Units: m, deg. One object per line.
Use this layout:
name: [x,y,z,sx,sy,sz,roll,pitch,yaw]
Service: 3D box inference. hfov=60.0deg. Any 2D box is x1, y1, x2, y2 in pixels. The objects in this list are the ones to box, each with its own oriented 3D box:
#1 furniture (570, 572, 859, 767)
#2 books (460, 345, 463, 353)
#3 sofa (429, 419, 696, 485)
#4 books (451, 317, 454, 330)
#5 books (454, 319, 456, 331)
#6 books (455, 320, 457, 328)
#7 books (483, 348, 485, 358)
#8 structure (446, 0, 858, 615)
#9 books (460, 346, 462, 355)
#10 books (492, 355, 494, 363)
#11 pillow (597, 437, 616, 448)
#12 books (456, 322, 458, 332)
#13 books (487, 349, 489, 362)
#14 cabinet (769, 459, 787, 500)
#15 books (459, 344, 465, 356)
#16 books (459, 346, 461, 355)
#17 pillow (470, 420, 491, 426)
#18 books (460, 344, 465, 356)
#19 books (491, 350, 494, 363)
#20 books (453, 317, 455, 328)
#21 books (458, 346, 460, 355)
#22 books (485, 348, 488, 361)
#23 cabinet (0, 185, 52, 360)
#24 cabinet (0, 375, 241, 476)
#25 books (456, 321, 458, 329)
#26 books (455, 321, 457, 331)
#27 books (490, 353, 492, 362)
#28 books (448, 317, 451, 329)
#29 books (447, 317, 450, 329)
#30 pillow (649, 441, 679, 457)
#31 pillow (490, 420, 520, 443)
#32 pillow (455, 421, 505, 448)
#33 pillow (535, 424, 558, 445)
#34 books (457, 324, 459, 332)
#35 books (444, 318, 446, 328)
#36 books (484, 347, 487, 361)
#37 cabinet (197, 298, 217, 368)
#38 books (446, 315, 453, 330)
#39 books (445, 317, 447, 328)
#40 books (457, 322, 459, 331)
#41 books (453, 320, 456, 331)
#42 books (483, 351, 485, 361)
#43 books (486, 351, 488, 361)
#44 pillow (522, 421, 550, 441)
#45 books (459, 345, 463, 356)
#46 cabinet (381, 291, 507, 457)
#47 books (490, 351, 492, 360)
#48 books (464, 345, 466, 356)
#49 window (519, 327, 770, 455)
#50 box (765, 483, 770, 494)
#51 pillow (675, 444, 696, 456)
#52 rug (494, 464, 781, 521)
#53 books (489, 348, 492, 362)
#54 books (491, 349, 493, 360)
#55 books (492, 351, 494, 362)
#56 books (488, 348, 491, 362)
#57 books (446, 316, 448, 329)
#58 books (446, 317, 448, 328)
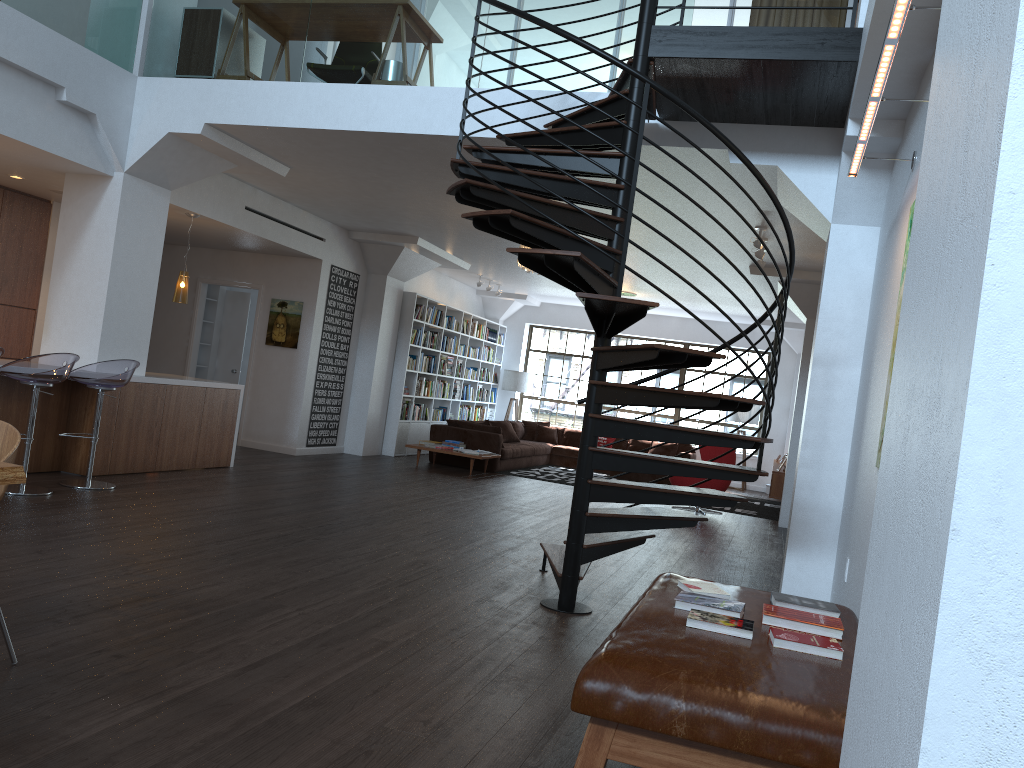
furniture: [0.836,1.101,3.247,0.907,0.453,1.819,8,-1,17]
books: [-0.904,-0.576,15.207,0.128,0.178,0.021,8,-1,17]
sofa: [1.028,1.116,14.324,3.481,0.664,4.197,8,-1,17]
books: [-1.045,-1.001,14.604,0.158,0.226,0.052,8,-1,17]
books: [-1.005,-0.979,14.727,0.136,0.196,0.045,8,-1,17]
books: [-0.996,-0.979,14.759,0.127,0.200,0.020,8,-1,17]
books: [-0.590,-0.560,16.236,0.160,0.250,0.026,8,-1,16]
structure: [0.608,-0.883,5.078,1.998,4.352,1.998,8,-1,-22]
books: [-0.919,-0.573,15.131,0.107,0.167,0.017,8,-1,17]
books: [-0.435,-0.524,16.804,0.168,0.231,0.037,8,-1,16]
pillow: [1.607,1.062,15.831,0.465,0.308,0.220,8,-1,13]
books: [-0.980,-0.968,14.825,0.134,0.184,0.030,8,-1,17]
books: [-0.525,-0.544,16.491,0.174,0.240,0.045,8,-1,16]
cabinet: [4.183,1.425,13.472,0.459,0.350,4.501,8,-1,17]
books: [-0.897,-0.582,15.236,0.139,0.191,0.036,8,-1,17]
books: [-0.939,-0.576,15.084,0.120,0.167,0.020,8,-1,17]
pillow: [-0.428,0.717,13.228,0.269,0.411,0.559,8,-1,-27]
books: [-0.892,-0.586,15.268,0.146,0.202,0.027,8,-1,17]
books: [-0.453,-0.532,16.740,0.174,0.240,0.045,8,-1,16]
books: [-1.028,-1.000,14.650,0.140,0.231,0.042,8,-1,17]
books: [-0.949,-0.571,15.047,0.110,0.153,0.019,8,-1,17]
books: [-0.551,-0.555,16.372,0.183,0.253,0.034,8,-1,16]
cabinet: [-6.052,-0.855,6.882,0.598,2.499,5.299,8,-1,17]
cabinet: [-3.931,0.292,7.152,0.898,0.796,4.493,8,-1,17]
books: [-0.981,-0.966,14.798,0.128,0.178,0.021,8,-1,17]
books: [-0.986,-0.966,14.777,0.128,0.178,0.022,8,-1,17]
books: [-0.466,-0.526,16.672,0.161,0.223,0.027,8,-1,16]
books: [-1.077,-0.994,14.473,0.146,0.202,0.027,8,-1,17]
books: [-1.096,-0.997,14.393,0.146,0.202,0.027,8,-1,17]
pillow: [2.604,1.161,15.402,0.542,0.362,0.248,8,-1,38]
pillow: [-0.123,0.794,14.626,0.325,0.391,0.625,8,-1,33]
pillow: [-0.475,0.751,12.963,0.750,0.364,0.289,8,-1,16]
pillow: [0.611,0.910,15.990,0.489,0.337,0.238,8,-1,-14]
books: [-0.949,-0.948,14.880,0.110,0.153,0.019,8,-1,17]
books: [-1.132,-0.988,14.283,0.126,0.173,0.032,8,-1,17]
books: [-0.564,-0.557,16.341,0.183,0.253,0.034,8,-1,16]
cabinet: [-4.146,-0.783,13.248,0.527,2.991,2.630,8,-1,17]
books: [-1.054,-1.005,14.556,0.140,0.231,0.042,8,-1,17]
books: [-1.124,-0.990,14.309,0.128,0.178,0.021,8,-1,17]
books: [-0.958,-0.959,14.865,0.109,0.171,0.018,8,-1,17]
books: [-1.015,-0.978,14.687,0.139,0.191,0.036,8,-1,17]
books: [-0.582,-0.545,16.260,0.161,0.223,0.026,8,-1,16]
books: [-0.541,-0.550,16.416,0.171,0.246,0.057,8,-1,16]
pillow: [0.461,0.872,16.139,0.580,0.418,0.334,8,0,-10]
books: [-0.913,-0.575,15.181,0.126,0.173,0.032,8,-1,17]
cabinet: [-1.127,-0.058,15.142,0.461,2.414,4.500,8,-1,17]
books: [-0.471,-0.540,16.647,0.160,0.250,0.026,8,-1,16]
books: [-0.876,-0.584,15.292,0.146,0.202,0.027,8,-1,17]
window: [2.460,0.084,17.129,4.648,1.905,0.114,8,-1,17]
box: [4.642,1.882,15.803,0.228,0.165,0.368,8,-1,17]
pillow: [2.858,1.114,15.500,0.651,0.587,0.335,8,0,-4]
rug: [2.121,1.592,13.438,4.200,0.007,3.100,8,-1,18]
books: [-0.486,-0.547,16.607,0.180,0.259,0.060,8,-1,16]
books: [-0.463,-0.540,16.703,0.183,0.253,0.034,8,-1,16]
books: [-0.434,-0.520,16.771,0.161,0.223,0.026,8,-1,16]
books: [-0.503,-0.547,16.526,0.183,0.253,0.034,8,-1,16]
books: [-1.112,-1.000,14.370,0.146,0.202,0.027,8,-1,17]
books: [-1.117,-0.995,14.337,0.139,0.191,0.036,8,-1,17]
